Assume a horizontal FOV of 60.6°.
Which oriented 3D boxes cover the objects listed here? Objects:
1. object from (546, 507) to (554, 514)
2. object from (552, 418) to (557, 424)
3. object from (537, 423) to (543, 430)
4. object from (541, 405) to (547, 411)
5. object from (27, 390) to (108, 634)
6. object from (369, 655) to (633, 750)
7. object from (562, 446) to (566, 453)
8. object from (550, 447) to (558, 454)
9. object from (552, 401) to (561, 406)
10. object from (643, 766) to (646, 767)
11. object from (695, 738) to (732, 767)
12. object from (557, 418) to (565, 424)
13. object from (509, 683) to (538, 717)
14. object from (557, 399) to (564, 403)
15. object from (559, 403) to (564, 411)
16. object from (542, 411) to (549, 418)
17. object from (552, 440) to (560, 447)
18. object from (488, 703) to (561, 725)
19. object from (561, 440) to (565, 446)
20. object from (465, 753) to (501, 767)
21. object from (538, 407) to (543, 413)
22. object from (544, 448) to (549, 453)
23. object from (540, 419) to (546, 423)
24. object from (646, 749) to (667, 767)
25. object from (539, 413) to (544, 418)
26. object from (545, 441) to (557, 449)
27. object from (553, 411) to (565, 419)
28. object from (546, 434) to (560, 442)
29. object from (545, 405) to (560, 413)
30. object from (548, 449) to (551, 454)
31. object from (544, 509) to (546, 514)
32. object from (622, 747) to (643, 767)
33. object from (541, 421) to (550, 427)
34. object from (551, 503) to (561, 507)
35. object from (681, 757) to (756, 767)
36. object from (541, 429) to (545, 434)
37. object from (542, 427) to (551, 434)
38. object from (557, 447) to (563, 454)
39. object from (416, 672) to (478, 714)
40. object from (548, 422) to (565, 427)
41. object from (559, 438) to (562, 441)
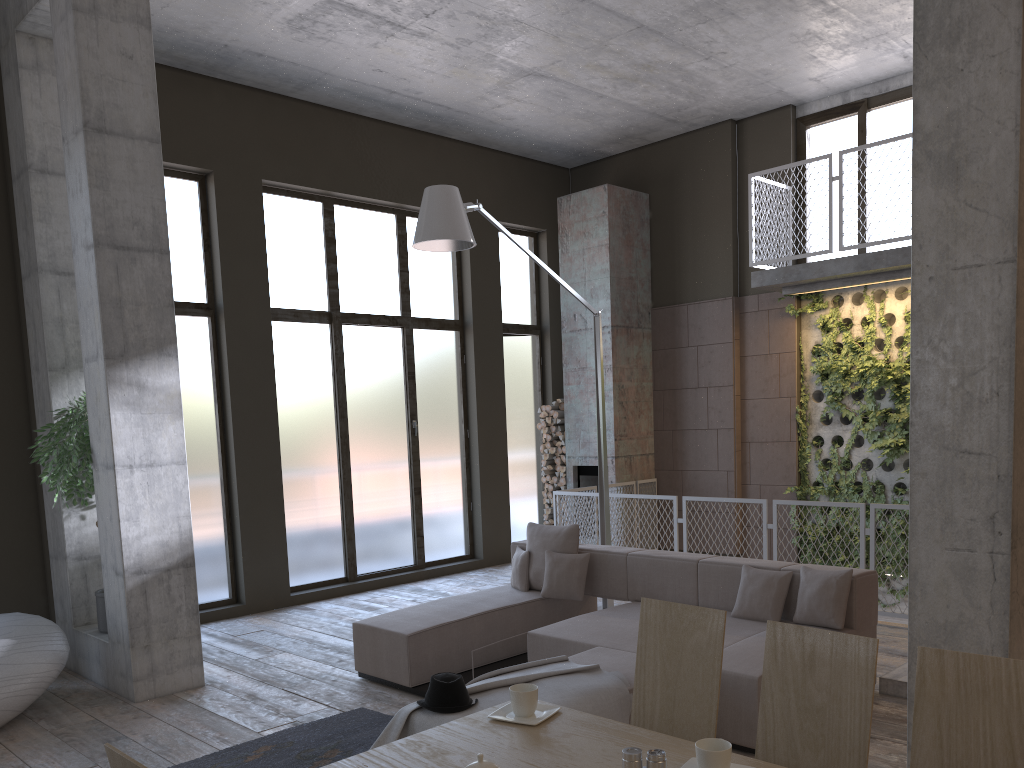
[{"bbox_3d":[0.641,1.666,11.632,0.093,0.084,0.476,-1,0,45],"label":"object"},{"bbox_3d":[0.692,0.478,11.422,0.067,0.067,0.420,0,0,45],"label":"object"},{"bbox_3d":[0.508,0.552,11.598,0.091,0.093,0.434,0,0,45],"label":"object"},{"bbox_3d":[0.569,0.322,11.546,0.090,0.091,0.452,0,0,44],"label":"object"},{"bbox_3d":[-3.057,0.932,6.549,1.001,1.885,0.956,-1,4,11],"label":"object"},{"bbox_3d":[-0.171,1.743,4.350,1.591,0.508,1.042,-2,-1,-26],"label":"object"},{"bbox_3d":[0.827,0.843,11.405,0.091,0.093,0.434,0,0,45],"label":"object"},{"bbox_3d":[0.697,0.861,11.517,0.093,0.084,0.476,-1,0,45],"label":"object"},{"bbox_3d":[0.662,0.261,11.436,0.065,0.074,0.357,0,0,44],"label":"object"},{"bbox_3d":[0.334,0.993,2.217,0.051,0.046,0.050,-3,2,-26],"label":"object"},{"bbox_3d":[0.520,0.972,2.273,0.093,0.089,0.116,-2,1,-1],"label":"object"},{"bbox_3d":[0.748,0.472,11.364,0.066,0.068,0.420,0,0,45],"label":"object"},{"bbox_3d":[0.039,1.015,2.818,0.093,0.089,0.116,-2,1,-1],"label":"object"},{"bbox_3d":[0.722,0.219,11.406,0.087,0.056,0.330,-2,-1,45],"label":"object"},{"bbox_3d":[0.748,0.297,11.434,0.292,0.109,0.099,-1,1,-44],"label":"object"},{"bbox_3d":[0.574,0.394,11.495,0.113,0.080,0.432,-2,-1,45],"label":"object"},{"bbox_3d":[0.693,0.777,11.557,0.101,0.087,0.360,-1,0,45],"label":"object"},{"bbox_3d":[0.041,1.057,2.809,0.185,0.014,0.184,-4,-3,32],"label":"object"},{"bbox_3d":[0.797,0.755,11.408,0.071,0.073,0.420,0,0,45],"label":"object"},{"bbox_3d":[-0.078,0.991,2.222,0.089,0.113,0.121,0,3,37],"label":"object"},{"bbox_3d":[0.504,0.341,11.572,0.067,0.069,0.420,0,0,45],"label":"object"},{"bbox_3d":[0.589,0.878,11.631,0.067,0.068,0.420,0,0,45],"label":"object"},{"bbox_3d":[0.536,0.483,11.584,0.066,0.087,0.422,1,1,43],"label":"object"},{"bbox_3d":[0.356,0.958,2.156,0.052,0.111,0.052,-2,5,0],"label":"object"},{"bbox_3d":[0.532,0.410,11.593,0.361,0.069,0.122,0,-2,-43],"label":"object"},{"bbox_3d":[0.621,0.797,11.596,0.092,0.094,0.434,0,0,45],"label":"object"},{"bbox_3d":[0.712,0.395,11.380,0.093,0.094,0.434,0,0,45],"label":"object"},{"bbox_3d":[0.580,0.696,11.517,0.292,0.108,0.098,-1,1,-44],"label":"object"},{"bbox_3d":[0.573,0.323,11.423,0.104,0.104,0.290,0,0,45],"label":"object"},{"bbox_3d":[0.646,0.875,11.573,0.067,0.068,0.420,0,0,45],"label":"object"},{"bbox_3d":[0.590,1.680,11.689,0.067,0.068,0.420,0,0,45],"label":"object"},{"bbox_3d":[0.298,0.960,2.166,0.052,0.113,0.052,-2,5,0],"label":"object"},{"bbox_3d":[0.566,0.523,11.530,0.091,0.090,0.452,0,0,45],"label":"object"},{"bbox_3d":[0.702,1.588,11.594,0.115,0.080,0.432,-2,-1,45],"label":"object"},{"bbox_3d":[0.522,1.014,2.264,0.185,0.014,0.184,-4,-3,32],"label":"object"},{"bbox_3d":[0.545,0.614,11.575,0.067,0.068,0.420,0,0,45],"label":"object"},{"bbox_3d":[0.597,0.599,11.519,0.093,0.084,0.476,-1,0,45],"label":"object"},{"bbox_3d":[0.769,0.855,11.471,0.090,0.090,0.452,0,0,45],"label":"object"},{"bbox_3d":[-0.313,1.475,4.214,0.302,0.170,0.296,-3,0,33],"label":"object"},{"bbox_3d":[0.657,0.522,11.481,0.115,0.080,0.432,-2,-1,45],"label":"object"},{"bbox_3d":[0.756,0.715,11.533,0.104,0.103,0.290,0,0,45],"label":"object"}]
